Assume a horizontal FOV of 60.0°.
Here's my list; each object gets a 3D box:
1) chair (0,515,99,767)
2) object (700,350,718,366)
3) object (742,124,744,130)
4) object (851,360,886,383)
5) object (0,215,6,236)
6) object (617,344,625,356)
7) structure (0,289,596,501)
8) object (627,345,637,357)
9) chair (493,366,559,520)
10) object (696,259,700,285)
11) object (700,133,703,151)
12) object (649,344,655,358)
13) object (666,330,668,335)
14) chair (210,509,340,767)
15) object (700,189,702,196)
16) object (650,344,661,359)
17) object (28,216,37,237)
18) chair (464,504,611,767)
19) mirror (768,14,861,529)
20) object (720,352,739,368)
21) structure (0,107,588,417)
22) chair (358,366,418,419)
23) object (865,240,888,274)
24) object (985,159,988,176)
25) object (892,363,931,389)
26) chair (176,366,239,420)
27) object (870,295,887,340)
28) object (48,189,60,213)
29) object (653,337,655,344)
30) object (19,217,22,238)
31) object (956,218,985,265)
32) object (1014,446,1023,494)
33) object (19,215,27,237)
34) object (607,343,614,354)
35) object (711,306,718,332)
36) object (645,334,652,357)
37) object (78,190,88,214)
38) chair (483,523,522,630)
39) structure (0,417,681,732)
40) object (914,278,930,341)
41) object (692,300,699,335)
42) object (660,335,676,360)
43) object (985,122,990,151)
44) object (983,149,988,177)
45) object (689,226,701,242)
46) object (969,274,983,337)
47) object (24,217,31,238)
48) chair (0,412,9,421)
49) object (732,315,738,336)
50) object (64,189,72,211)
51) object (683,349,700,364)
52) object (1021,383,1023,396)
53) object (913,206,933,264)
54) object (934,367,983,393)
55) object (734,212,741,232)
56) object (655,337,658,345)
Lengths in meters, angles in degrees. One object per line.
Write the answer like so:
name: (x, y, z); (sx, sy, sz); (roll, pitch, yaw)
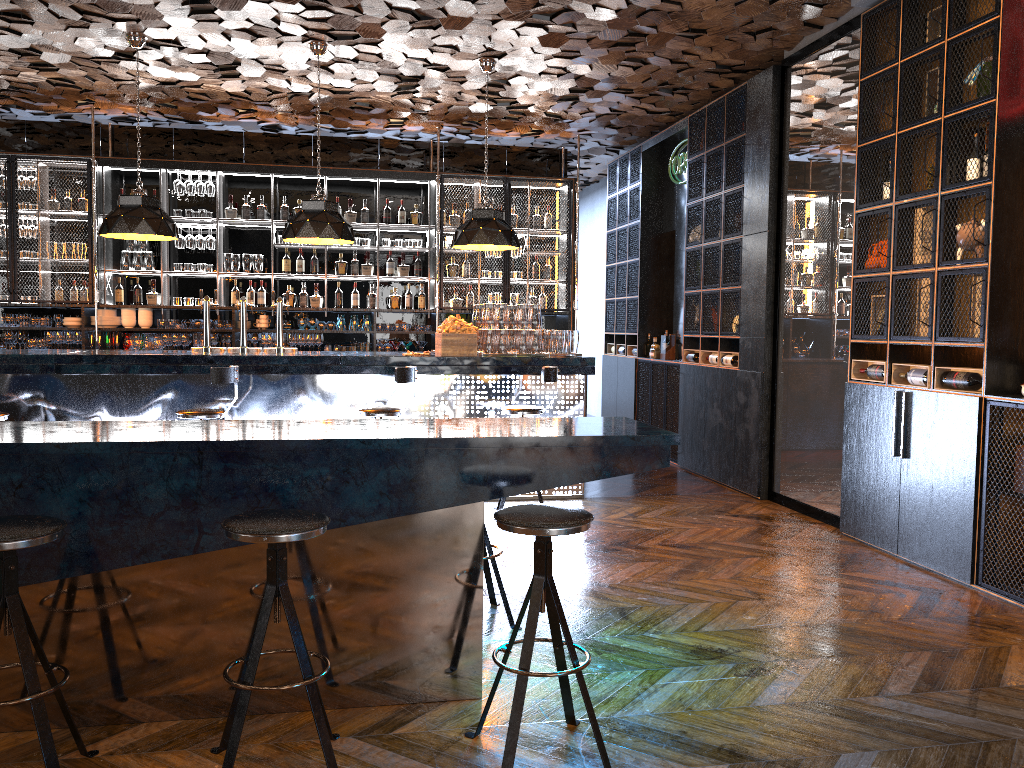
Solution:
chair: (-1.487, 0.809, 2.618); (0.419, 0.813, 0.419); (0, 4, -16)
object: (1.906, -0.243, 8.328); (0.122, 0.132, 0.396); (0, 4, -11)
object: (2.114, -2.270, 7.801); (0.138, 0.222, 0.278); (0, 4, -11)
object: (2.403, -0.087, 5.852); (0.122, 0.132, 0.396); (0, 4, -9)
object: (-5.211, -1.624, 9.087); (0.081, 0.213, 0.081); (0, 4, -6)
object: (1.408, -0.419, 10.917); (0.123, 0.132, 0.396); (0, 4, -11)
structure: (-2.398, 0.069, 7.123); (6.009, 1.685, 1.214); (0, 4, -11)
object: (1.485, -0.390, 10.499); (0.122, 0.132, 0.396); (0, 4, -11)
chair: (0.106, 0.423, 6.617); (0.476, 1.108, 0.419); (1, 4, -1)
object: (1.919, -1.104, 8.737); (0.167, 0.356, 0.255); (0, 4, -6)
object: (1.948, -2.342, 8.630); (0.126, 0.249, 0.253); (-3, 5, -41)
object: (1.661, -0.367, 10.015); (0.228, 0.164, 0.117); (0, 4, -10)
object: (1.732, -0.444, 9.943); (0.086, 0.313, 0.086); (3, 4, 32)
chair: (-0.729, 0.810, 2.756); (0.419, 0.813, 0.419); (0, 4, -16)
object: (1.923, -1.912, 8.683); (0.126, 0.249, 0.253); (0, 4, -11)
object: (1.606, -0.358, 9.873); (0.106, 0.164, 0.106); (-1, 4, -21)
object: (-4.943, -1.624, 9.141); (0.081, 0.213, 0.081); (0, 4, -6)
chair: (0.098, 0.812, 2.888); (0.419, 0.813, 0.419); (0, 4, -16)
mirror: (2.261, -0.775, 6.624); (0.026, 3.551, 1.194); (0, 4, -11)
object: (1.990, -0.216, 7.906); (0.123, 0.132, 0.396); (0, 4, -10)
structure: (-2.577, -1.025, 9.545); (6.750, 3.553, 1.143); (0, 4, -11)
chair: (-0.910, 0.427, 6.347); (0.476, 1.108, 0.419); (1, 4, 4)
object: (2.423, -0.837, 5.826); (0.138, 0.222, 0.278); (0, 4, -12)
object: (2.653, -1.216, 4.896); (0.065, 0.237, 0.065); (-2, 5, -38)
object: (2.491, -0.051, 5.429); (0.122, 0.132, 0.396); (0, 4, -7)
chair: (-2.094, 0.431, 6.061); (0.476, 1.108, 0.419); (1, 4, 4)
object: (2.565, -0.441, 5.872); (0.152, 0.297, 0.361); (-1, 4, -20)
object: (-4.774, -1.908, 9.238); (0.108, 0.244, 0.108); (-1, 4, -23)
object: (1.621, -0.414, 10.107); (0.065, 0.237, 0.065); (-3, 5, -43)
object: (-5.144, -1.634, 9.247); (0.081, 0.213, 0.081); (0, 4, -6)
object: (2.590, -0.802, 4.986); (0.164, 0.266, 0.237); (-2, 5, -40)
object: (2.936, 0.464, 4.613); (0.439, 0.248, 0.349); (0, 4, -11)
object: (-5.032, -1.624, 9.123); (0.081, 0.213, 0.081); (0, 4, -6)
object: (1.330, -0.448, 11.337); (0.122, 0.132, 0.396); (0, 4, -9)
object: (1.960, -0.598, 8.347); (0.131, 0.280, 0.208); (-1, 4, -29)
object: (1.585, -0.442, 10.256); (0.080, 0.279, 0.080); (4, 5, 37)
object: (-4.496, -1.910, 9.292); (0.073, 0.246, 0.072); (1, 4, 4)
chair: (-0.204, 0.721, 4.228); (0.419, 0.813, 0.419); (0, 4, -16)
structure: (-1.853, 0.669, 3.246); (4.941, 0.998, 0.673); (0, 4, -11)
object: (2.635, -0.463, 5.460); (0.139, 0.396, 0.281); (0, 4, -14)
object: (1.908, -0.663, 8.769); (0.175, 0.351, 0.369); (0, 4, -6)
object: (1.701, -0.399, 9.666); (0.116, 0.264, 0.144); (0, 4, -11)
object: (2.803, -1.302, 5.068); (0.122, 0.390, 0.132); (0, 4, -17)
object: (2.699, -1.269, 4.974); (0.091, 0.332, 0.091); (3, 4, 32)
object: (1.922, -1.463, 8.702); (0.192, 0.221, 0.403); (-3, 5, -42)
object: (2.759, -0.433, 5.023); (0.136, 0.396, 0.276); (-1, 4, -21)
object: (-5.060, -1.634, 9.264); (0.081, 0.213, 0.081); (0, 4, -6)
chair: (-3.438, 0.439, 5.690); (0.476, 1.108, 0.419); (0, 4, -11)
object: (2.094, -0.580, 7.901); (0.164, 0.303, 0.341); (0, 4, -6)
object: (-4.639, -1.910, 9.264); (0.073, 0.246, 0.072); (-1, 4, -26)
object: (1.825, -0.271, 8.746); (0.122, 0.133, 0.396); (0, 4, -11)
object: (2.711, 0.035, 4.642); (0.068, 0.074, 0.069); (1, 4, 9)
object: (2.650, -0.897, 5.464); (0.162, 0.396, 0.304); (-2, 5, -36)
object: (2.607, -0.023, 5.027); (0.126, 0.132, 0.396); (-1, 4, -23)
object: (2.100, -1.421, 7.861); (0.266, 0.239, 0.265); (-2, 4, -33)
object: (1.654, -0.419, 10.187); (0.065, 0.237, 0.065); (4, 5, 37)
